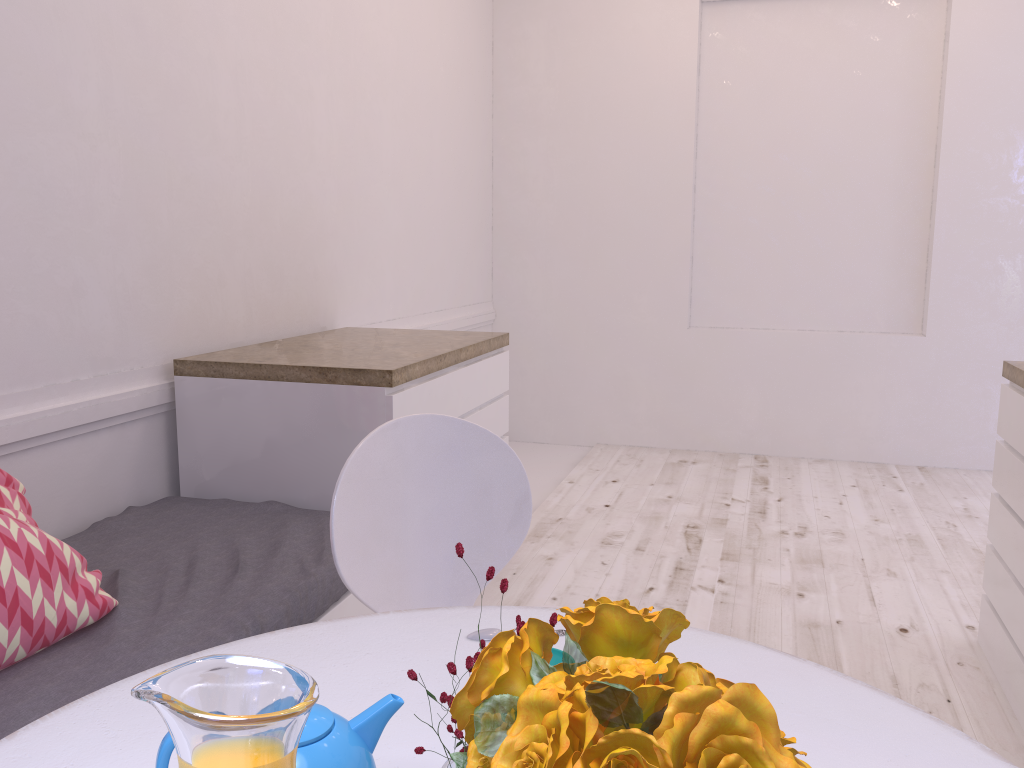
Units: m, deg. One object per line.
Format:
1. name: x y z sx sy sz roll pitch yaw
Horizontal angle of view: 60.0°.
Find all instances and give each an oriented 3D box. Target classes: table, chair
1. table: -0.023 0.728 0.807 1.140 0.629 1.140 -8 12 -44
2. chair: -0.038 0.503 1.548 0.604 0.845 0.483 -7 11 -38

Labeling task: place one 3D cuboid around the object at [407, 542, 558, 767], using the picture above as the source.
1. object: -0.025 0.277 0.724 0.128 0.287 0.128 3 9 18

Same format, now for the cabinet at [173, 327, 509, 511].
1. cabinet: -0.473 0.289 2.899 0.654 0.842 1.036 3 9 16

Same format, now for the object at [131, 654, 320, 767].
1. object: -0.173 0.311 0.570 0.094 0.267 0.116 9 12 43

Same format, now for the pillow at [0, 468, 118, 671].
1. pillow: -1.016 0.253 1.413 0.491 0.424 0.587 3 9 19

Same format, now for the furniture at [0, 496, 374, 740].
1. furniture: -1.062 0.781 0.821 0.769 0.508 3.296 3 9 16

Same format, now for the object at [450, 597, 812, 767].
1. object: 0.065 0.287 0.459 0.234 0.351 0.235 -3 9 -18

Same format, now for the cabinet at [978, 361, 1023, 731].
1. cabinet: 1.541 0.451 1.939 0.654 0.842 1.167 3 9 16

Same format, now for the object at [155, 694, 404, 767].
1. object: -0.192 0.339 0.755 0.156 0.151 0.150 4 9 20

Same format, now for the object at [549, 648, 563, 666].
1. object: 0.030 0.346 1.038 0.088 0.043 0.088 4 10 24
